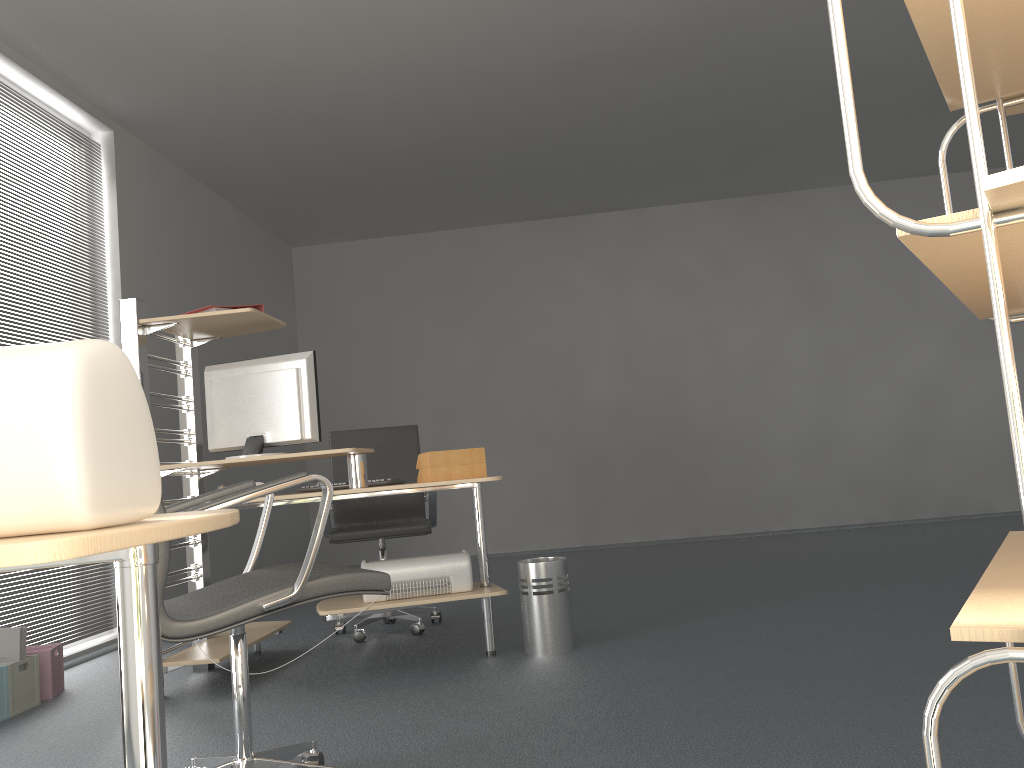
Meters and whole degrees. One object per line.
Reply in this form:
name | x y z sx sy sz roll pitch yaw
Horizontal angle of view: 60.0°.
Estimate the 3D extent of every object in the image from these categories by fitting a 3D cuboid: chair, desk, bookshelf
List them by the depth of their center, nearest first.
bookshelf | 0.540 -0.013 0.688 0.381 1.572 0.724 -9 -7 32
desk | -0.986 0.163 1.105 1.469 1.566 0.967 -6 -6 5
chair | -0.689 0.500 2.161 0.652 1.048 0.584 -2 -6 -29
desk | -0.729 0.410 3.877 1.469 1.566 0.967 -6 -6 5
chair | -0.671 0.730 4.536 0.584 1.048 0.652 -4 -6 -9

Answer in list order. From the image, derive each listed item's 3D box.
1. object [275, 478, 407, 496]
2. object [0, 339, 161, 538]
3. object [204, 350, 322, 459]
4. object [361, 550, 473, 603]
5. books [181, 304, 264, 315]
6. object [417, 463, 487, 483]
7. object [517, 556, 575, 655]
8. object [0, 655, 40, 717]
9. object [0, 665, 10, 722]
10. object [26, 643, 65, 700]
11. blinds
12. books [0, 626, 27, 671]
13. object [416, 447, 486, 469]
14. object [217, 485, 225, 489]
object | -0.786 0.465 3.759 0.478 0.082 0.814 -6 -6 12
object | -0.555 0.067 0.831 0.438 0.162 0.351 -5 -6 -3
object | -1.067 0.097 3.642 0.516 0.418 0.245 -8 -6 27
object | -0.402 0.782 3.669 0.438 0.162 0.351 -4 -6 -11
books | -1.261 -0.288 3.772 0.320 0.072 0.262 -9 -7 37
object | -0.249 0.359 3.590 0.225 0.060 0.309 -4 -6 -16
object | 0.141 0.920 3.683 0.208 0.377 0.208 0 -7 -41
object | -1.993 1.174 3.419 0.245 0.202 0.185 -6 -6 5
object | -2.010 1.158 3.235 0.245 0.202 0.185 -6 -6 5
object | -1.999 1.197 3.645 0.245 0.202 0.185 -4 -6 -13
blinds | -2.376 -0.122 4.074 0.022 2.770 1.950 -6 -6 5
books | -1.998 1.106 3.440 0.220 0.306 0.068 -6 -6 5
object | -0.254 0.303 3.595 0.225 0.060 0.309 -4 -6 -16
object | -1.207 0.465 3.825 0.159 0.064 0.054 -2 -6 -28
